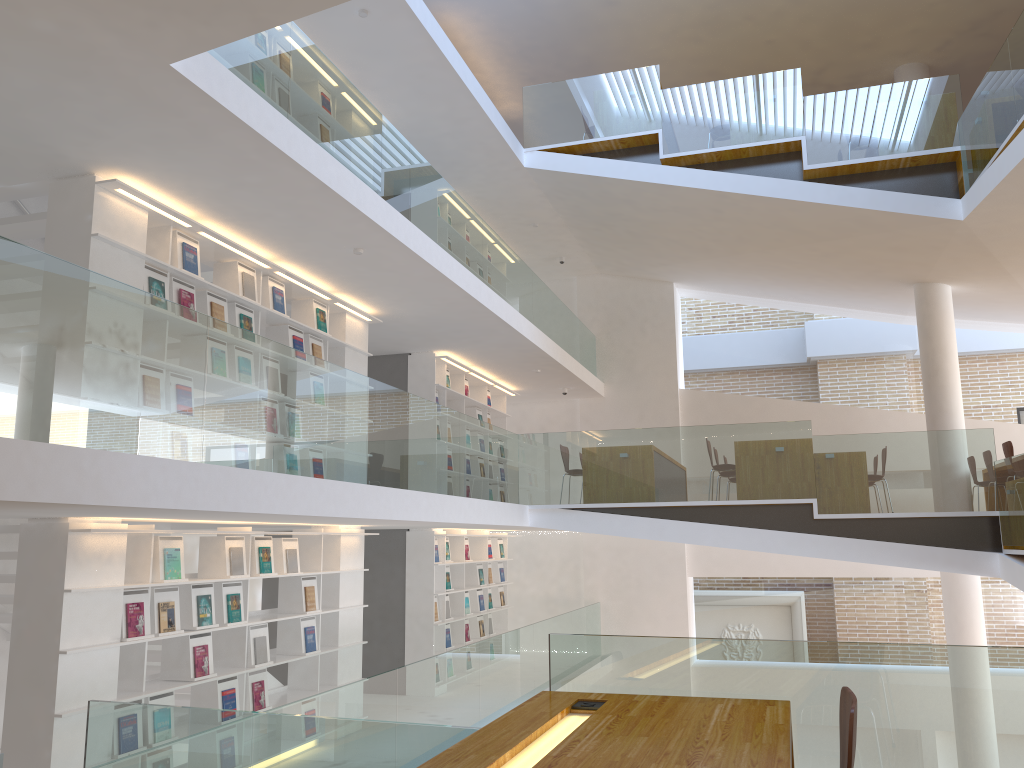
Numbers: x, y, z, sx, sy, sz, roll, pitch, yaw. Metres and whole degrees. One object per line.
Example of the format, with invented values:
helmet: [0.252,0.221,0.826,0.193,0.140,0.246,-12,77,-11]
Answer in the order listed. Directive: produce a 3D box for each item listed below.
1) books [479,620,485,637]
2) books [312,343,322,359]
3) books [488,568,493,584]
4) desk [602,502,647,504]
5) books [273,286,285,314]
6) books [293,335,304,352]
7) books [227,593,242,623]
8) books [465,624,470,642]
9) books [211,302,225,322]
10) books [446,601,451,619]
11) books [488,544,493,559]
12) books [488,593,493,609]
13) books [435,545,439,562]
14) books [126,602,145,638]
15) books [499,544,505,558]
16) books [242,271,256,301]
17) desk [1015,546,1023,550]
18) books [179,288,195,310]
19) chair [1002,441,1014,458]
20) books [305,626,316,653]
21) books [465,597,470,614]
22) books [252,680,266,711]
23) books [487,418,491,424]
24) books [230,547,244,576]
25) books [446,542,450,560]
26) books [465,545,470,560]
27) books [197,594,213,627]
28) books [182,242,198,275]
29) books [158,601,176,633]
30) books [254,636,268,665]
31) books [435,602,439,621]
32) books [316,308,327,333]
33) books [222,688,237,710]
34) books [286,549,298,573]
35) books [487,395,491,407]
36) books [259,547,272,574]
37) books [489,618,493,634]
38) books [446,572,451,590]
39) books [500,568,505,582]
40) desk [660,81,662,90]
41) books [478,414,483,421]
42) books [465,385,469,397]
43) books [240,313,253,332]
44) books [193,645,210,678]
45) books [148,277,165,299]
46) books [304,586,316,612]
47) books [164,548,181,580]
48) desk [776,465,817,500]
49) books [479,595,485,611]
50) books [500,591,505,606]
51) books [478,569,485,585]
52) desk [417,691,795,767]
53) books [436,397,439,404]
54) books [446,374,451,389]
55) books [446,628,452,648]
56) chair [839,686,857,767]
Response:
books: [-0.390,3.192,11.558,0.037,0.210,0.145,-4,-11,17]
books: [-1.700,-0.240,7.753,0.037,0.210,0.145,-4,-11,17]
books: [-0.298,2.598,12.001,0.037,0.210,0.145,-4,-11,17]
desk: [1.592,1.224,10.871,0.760,0.606,3.194,-4,-11,17]
books: [-1.893,-0.675,7.199,0.037,0.210,0.145,-4,-11,17]
books: [-1.794,-0.296,7.456,0.037,0.210,0.145,-4,-11,17]
books: [-1.995,1.616,6.372,0.037,0.210,0.145,-4,-11,17]
books: [-0.559,3.096,11.030,0.037,0.210,0.145,-4,-11,17]
books: [-2.124,-0.477,6.405,0.037,0.210,0.145,-4,-11,17]
books: [-0.763,2.664,10.440,0.037,0.210,0.145,-4,-11,17]
books: [-0.301,2.288,12.057,0.037,0.210,0.145,-4,-11,17]
books: [-0.296,2.926,11.927,0.037,0.210,0.145,-4,-11,17]
books: [-0.878,1.961,10.211,0.037,0.210,0.145,-4,-11,17]
books: [-2.300,1.444,5.414,0.037,0.210,0.145,-4,-11,17]
books: [-0.142,2.371,12.563,0.037,0.210,0.145,-4,-11,17]
books: [-2.017,-0.743,6.803,0.037,0.210,0.145,-4,-11,17]
desk: [6.053,1.037,7.264,3.356,0.606,0.760,-4,-11,17]
books: [-2.226,-0.536,6.079,0.037,0.210,0.145,-4,-11,17]
chair: [5.072,0.910,8.693,0.381,0.693,0.428,-4,-11,17]
books: [-1.669,2.119,7.344,0.037,0.210,0.145,-4,-11,17]
books: [-0.563,2.773,11.088,0.037,0.210,0.145,-4,-11,17]
books: [-1.884,2.324,6.599,0.037,0.210,0.145,-4,-11,17]
books: [-0.319,0.578,12.362,0.037,0.210,0.145,-4,-11,17]
books: [-1.997,1.292,6.437,0.037,0.210,0.145,-4,-11,17]
books: [-0.775,1.988,10.554,0.037,0.210,0.145,-4,-11,17]
books: [-0.570,2.138,11.201,0.037,0.210,0.145,-4,-11,17]
books: [-2.099,1.549,6.058,0.037,0.210,0.145,-4,-11,17]
books: [-2.226,-0.861,6.138,0.037,0.210,0.145,-4,-11,17]
books: [-2.218,1.510,5.702,0.037,0.210,0.145,-4,-11,17]
books: [-1.884,2.008,6.656,0.037,0.210,0.145,-4,-11,17]
books: [-0.879,2.591,10.083,0.037,0.210,0.145,-4,-11,17]
books: [-1.686,-0.557,7.858,0.037,0.210,0.145,-4,-11,17]
books: [-1.993,2.262,6.253,0.037,0.210,0.145,-4,-11,17]
books: [-1.772,1.437,7.148,0.037,0.210,0.145,-4,-11,17]
books: [-0.322,0.268,12.417,0.037,0.210,0.145,-4,-11,17]
books: [-1.887,1.353,6.786,0.037,0.210,0.145,-4,-11,17]
books: [-0.292,3.246,11.870,0.037,0.210,0.145,-4,-11,17]
books: [-0.762,2.340,10.513,0.037,0.210,0.145,-4,-11,17]
books: [-0.136,2.702,12.503,0.037,0.210,0.145,-4,-11,17]
desk: [1.772,-2.806,11.481,0.760,0.606,3.196,-4,-11,17]
books: [-0.422,0.520,12.032,0.037,0.210,0.145,-4,-11,17]
books: [-0.591,0.118,11.562,0.037,0.210,0.145,-4,-11,17]
books: [-2.016,-0.418,6.739,0.037,0.210,0.145,-4,-11,17]
books: [-2.098,1.876,5.990,0.037,0.210,0.145,-4,-11,17]
books: [-2.318,-0.582,5.791,0.037,0.210,0.145,-4,-11,17]
books: [-1.680,1.794,7.386,0.037,0.210,0.145,-4,-11,17]
books: [-2.207,1.175,5.768,0.037,0.210,0.145,-4,-11,17]
desk: [3.343,1.185,10.326,1.248,0.757,3.196,-4,-11,17]
books: [-0.395,2.871,11.611,0.037,0.210,0.145,-4,-11,17]
books: [-0.132,3.023,12.449,0.037,0.210,0.145,-4,-11,17]
books: [-0.401,2.540,11.672,0.037,0.210,0.145,-4,-11,17]
desk: [-0.249,1.168,1.251,1.285,0.918,3.236,-4,-11,17]
books: [-0.898,0.252,10.509,0.037,0.210,0.145,-4,-11,17]
books: [-0.794,-0.011,10.918,0.037,0.210,0.145,-4,-11,17]
books: [-0.752,2.982,10.407,0.037,0.210,0.145,-4,-11,17]
chair: [0.659,1.112,2.151,0.381,0.693,0.428,-4,-11,17]
